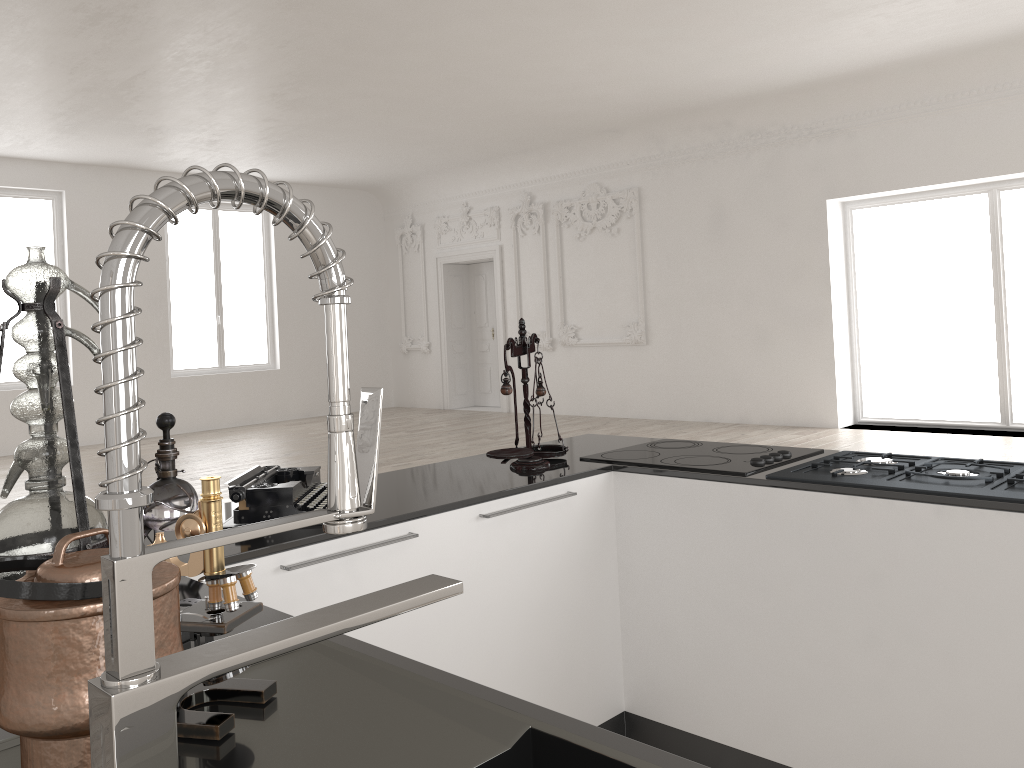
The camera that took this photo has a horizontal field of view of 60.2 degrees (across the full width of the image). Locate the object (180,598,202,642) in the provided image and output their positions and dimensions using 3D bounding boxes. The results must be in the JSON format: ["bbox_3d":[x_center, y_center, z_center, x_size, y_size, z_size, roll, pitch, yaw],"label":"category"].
[{"bbox_3d":[-0.638,0.372,1.493,0.375,0.045,0.124,0,4,34],"label":"object"}]

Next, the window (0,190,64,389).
[{"bbox_3d":[-6.667,-1.214,11.333,0.070,2.581,1.729,-4,0,45],"label":"window"}]

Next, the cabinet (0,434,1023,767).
[{"bbox_3d":[0.297,0.768,1.845,2.459,0.882,2.713,0,5,44],"label":"cabinet"}]

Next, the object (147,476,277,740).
[{"bbox_3d":[-0.398,0.263,1.104,0.169,0.291,0.132,-3,0,15],"label":"object"}]

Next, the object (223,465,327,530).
[{"bbox_3d":[-0.565,0.281,2.315,0.317,0.110,0.384,-3,3,0],"label":"object"}]

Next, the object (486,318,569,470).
[{"bbox_3d":[0.051,0.029,2.871,0.167,0.490,0.514,-3,2,18],"label":"object"}]

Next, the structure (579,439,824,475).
[{"bbox_3d":[0.625,0.226,2.937,0.627,0.021,0.508,1,5,44],"label":"structure"}]

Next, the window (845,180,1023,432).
[{"bbox_3d":[5.420,-0.791,8.821,4.189,2.579,0.071,0,1,45],"label":"window"}]

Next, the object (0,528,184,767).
[{"bbox_3d":[-0.420,0.285,0.877,0.186,0.280,0.208,-3,1,-5],"label":"object"}]

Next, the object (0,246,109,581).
[{"bbox_3d":[-0.877,0.066,1.686,0.318,0.651,0.294,-3,0,-2],"label":"object"}]

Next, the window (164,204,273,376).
[{"bbox_3d":[-4.475,-1.470,13.565,0.070,2.581,1.729,-4,0,45],"label":"window"}]

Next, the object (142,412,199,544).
[{"bbox_3d":[-0.754,0.216,1.919,0.221,0.312,0.204,-2,1,43],"label":"object"}]

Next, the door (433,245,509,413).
[{"bbox_3d":[-0.470,-0.890,14.427,1.559,2.594,0.655,-2,0,45],"label":"door"}]

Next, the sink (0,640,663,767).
[{"bbox_3d":[-0.050,0.481,0.767,1.164,0.140,0.486,1,5,45],"label":"sink"}]

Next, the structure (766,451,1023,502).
[{"bbox_3d":[1.190,0.240,2.378,0.841,0.014,0.522,1,5,44],"label":"structure"}]

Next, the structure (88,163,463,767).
[{"bbox_3d":[-0.145,0.142,0.602,0.130,0.582,0.280,-3,0,45],"label":"structure"}]
